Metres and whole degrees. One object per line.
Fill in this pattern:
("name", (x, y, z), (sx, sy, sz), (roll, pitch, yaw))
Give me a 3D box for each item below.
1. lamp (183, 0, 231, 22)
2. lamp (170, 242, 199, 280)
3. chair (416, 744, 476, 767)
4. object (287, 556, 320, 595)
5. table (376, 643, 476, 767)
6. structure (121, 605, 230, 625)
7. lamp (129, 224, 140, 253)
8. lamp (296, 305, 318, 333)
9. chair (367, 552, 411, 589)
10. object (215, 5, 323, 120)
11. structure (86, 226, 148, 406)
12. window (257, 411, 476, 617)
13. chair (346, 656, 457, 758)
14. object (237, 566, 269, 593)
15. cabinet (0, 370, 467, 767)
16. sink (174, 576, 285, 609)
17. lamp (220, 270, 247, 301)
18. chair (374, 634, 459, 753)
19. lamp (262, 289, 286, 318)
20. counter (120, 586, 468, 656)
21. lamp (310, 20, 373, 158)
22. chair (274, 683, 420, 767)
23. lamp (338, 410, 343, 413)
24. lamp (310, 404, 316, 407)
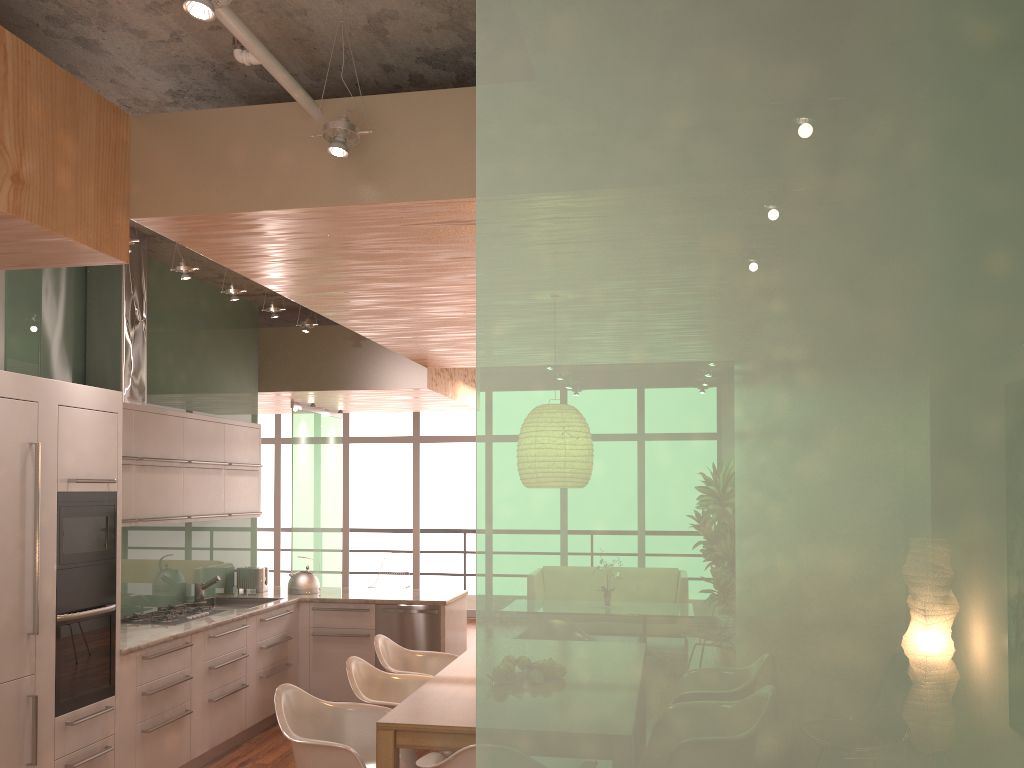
("lamp", (-0.757, -1.146, 2.177), (0.198, 0.481, 0.134), (1, -2, -22))
("lamp", (-1.839, -0.823, 4.962), (0.153, 0.469, 0.103), (1, -2, -22))
("chair", (-0.023, 1.729, 3.398), (0.684, 0.858, 0.645), (0, -3, 5))
("object", (-1.727, 1.580, 7.315), (0.263, 0.304, 0.262), (-2, -4, 26))
("table", (0.137, 1.883, 4.486), (1.027, 0.806, 2.082), (-1, -6, 10))
("structure", (-2.290, 1.548, 5.949), (0.490, 0.038, 0.679), (-1, -7, 10))
("lamp", (-1.938, -0.889, 4.406), (0.153, 0.469, 0.103), (1, -2, -22))
("lamp", (-1.541, -0.622, 6.639), (0.153, 0.469, 0.103), (1, -2, -22))
("chair", (-1.608, 2.700, 11.682), (0.544, 0.898, 0.562), (-1, -3, 10))
("object", (-1.154, -1.295, 1.067), (0.135, 0.111, 4.502), (-1, -7, 10))
("structure", (-2.498, -0.419, 5.588), (0.255, 1.130, 0.263), (0, -2, 10))
("window", (-1.318, 1.539, 12.128), (8.572, 3.272, 0.062), (-1, -1, 10))
("chair", (-0.548, 1.878, 4.638), (0.643, 0.858, 0.687), (0, -3, 5))
("object", (-2.167, 1.640, 7.404), (0.237, 0.201, 0.154), (-1, -3, 10))
("cabinet", (-1.698, 1.284, 5.598), (1.917, 2.265, 4.263), (-1, -6, 10))
("sink", (-2.136, 1.643, 6.672), (0.617, 0.381, 0.645), (-1, -5, 10))
("lamp", (-1.739, -0.756, 5.521), (0.153, 0.469, 0.103), (1, -2, -22))
("chair", (-0.514, 1.963, 5.350), (0.643, 0.858, 0.687), (0, -3, 5))
("lamp", (-1.640, -0.689, 6.080), (0.153, 0.469, 0.103), (1, -2, -22))
("counter", (-0.952, 0.945, 6.076), (3.221, 1.342, 3.081), (-1, -6, 10))
("lamp", (-0.596, -1.038, 3.084), (0.198, 0.481, 0.134), (1, -2, -22))
("chair", (-0.742, 1.791, 3.971), (0.643, 0.846, 0.687), (0, -4, 5))
("lamp", (-1.872, 0.089, 9.658), (0.103, 0.469, 0.154), (0, -2, -17))
("lamp", (-2.005, 0.000, 8.909), (0.103, 0.469, 0.154), (0, -2, -17))
